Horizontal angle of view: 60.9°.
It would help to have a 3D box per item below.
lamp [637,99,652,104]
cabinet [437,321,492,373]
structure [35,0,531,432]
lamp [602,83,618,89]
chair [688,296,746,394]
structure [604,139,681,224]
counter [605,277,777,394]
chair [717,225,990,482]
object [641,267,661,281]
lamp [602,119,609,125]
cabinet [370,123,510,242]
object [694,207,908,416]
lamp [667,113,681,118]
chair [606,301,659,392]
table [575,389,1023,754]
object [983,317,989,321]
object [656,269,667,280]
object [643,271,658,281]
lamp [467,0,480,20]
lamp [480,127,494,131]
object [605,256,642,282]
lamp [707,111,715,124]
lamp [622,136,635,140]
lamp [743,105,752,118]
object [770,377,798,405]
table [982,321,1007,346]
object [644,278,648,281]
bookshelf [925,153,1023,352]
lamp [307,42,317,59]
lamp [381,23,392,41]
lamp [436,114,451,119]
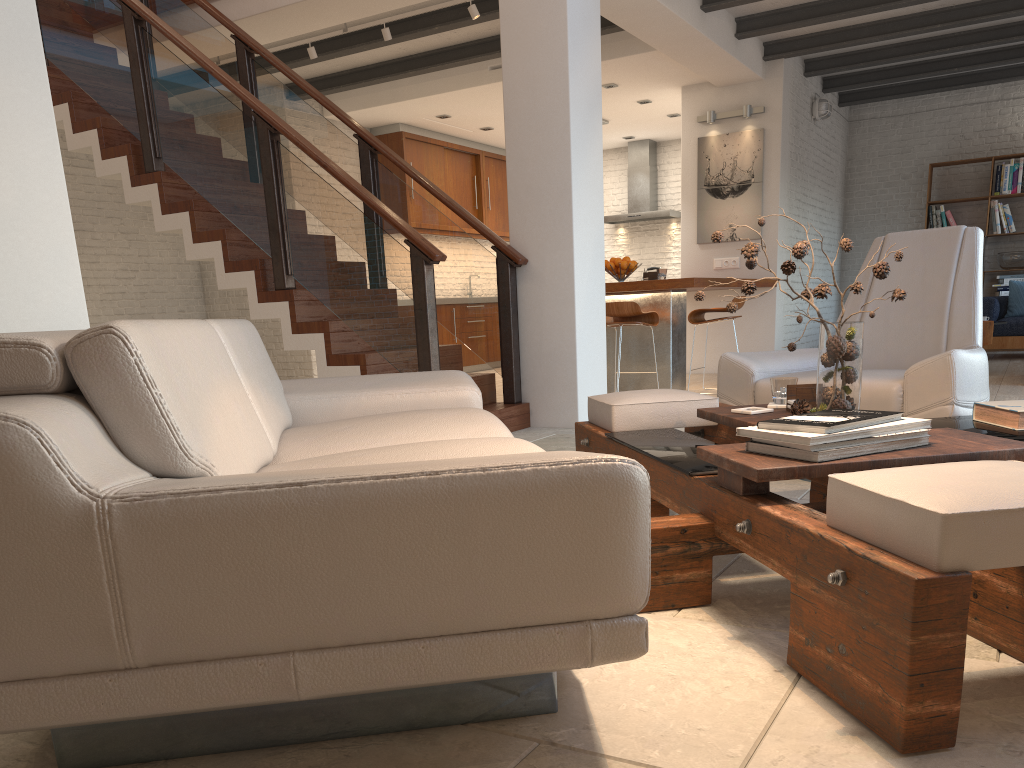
[{"bbox_3d":[1.402,-3.004,9.225,0.123,0.057,0.120,1,8,30],"label":"lamp"},{"bbox_3d":[0.755,-1.668,11.205,4.776,2.937,2.189,-3,11,-5],"label":"cabinet"},{"bbox_3d":[-0.044,-1.870,5.876,10.108,4.284,13.482,1,7,31],"label":"structure"},{"bbox_3d":[0.953,-2.921,8.486,0.123,0.057,0.120,1,8,30],"label":"lamp"},{"bbox_3d":[1.723,-0.321,7.211,0.420,0.802,0.391,5,14,30],"label":"chair"},{"bbox_3d":[1.706,-2.694,11.580,0.980,1.028,0.443,3,14,30],"label":"structure"},{"bbox_3d":[1.302,-0.459,8.170,1.678,0.951,2.429,2,7,31],"label":"counter"},{"bbox_3d":[1.545,-0.132,3.673,0.952,1.052,1.012,-12,13,-42],"label":"chair"},{"bbox_3d":[1.889,-1.422,11.644,0.258,0.285,0.258,-10,13,-37],"label":"object"},{"bbox_3d":[0.822,-2.947,10.074,0.448,0.176,0.438,1,7,30],"label":"lamp"},{"bbox_3d":[-0.552,-2.471,11.307,0.458,1.202,3.252,5,9,31],"label":"cabinet"},{"bbox_3d":[0.790,-0.192,2.466,0.542,0.629,0.304,-2,13,2],"label":"object"},{"bbox_3d":[1.850,-3.088,9.963,0.123,0.057,0.120,1,8,30],"label":"lamp"},{"bbox_3d":[0.928,-0.270,7.066,0.402,0.802,0.409,5,14,30],"label":"chair"},{"bbox_3d":[1.216,0.271,2.530,1.966,0.444,2.141,-4,5,-8],"label":"table"},{"bbox_3d":[4.585,-0.624,8.490,0.154,0.059,0.262,0,6,23],"label":"object"},{"bbox_3d":[1.239,-0.907,7.206,0.089,0.088,0.090,-12,13,-44],"label":"object"},{"bbox_3d":[1.170,-0.901,7.334,0.093,0.085,0.111,-5,9,-14],"label":"object"},{"bbox_3d":[-0.270,-2.633,6.146,0.087,0.133,0.057,-5,13,-9],"label":"lamp"},{"bbox_3d":[-0.295,-3.004,10.200,0.123,0.057,0.120,1,8,30],"label":"lamp"},{"bbox_3d":[0.932,-0.972,7.457,0.365,0.230,0.352,-3,8,-4],"label":"object"},{"bbox_3d":[1.948,-2.612,8.534,0.079,0.108,0.078,-9,13,-31],"label":"lamp"},{"bbox_3d":[1.495,-3.171,11.162,0.123,0.057,0.120,1,8,30],"label":"lamp"},{"bbox_3d":[2.255,-2.612,8.358,0.079,0.108,0.078,-9,13,-31],"label":"lamp"},{"bbox_3d":[0.899,0.023,2.885,0.091,0.088,0.088,-4,10,-10],"label":"object"},{"bbox_3d":[4.152,-0.382,8.523,1.069,0.462,1.786,2,7,36],"label":"table"},{"bbox_3d":[1.261,-0.873,7.241,0.393,0.036,0.193,1,6,34],"label":"object"},{"bbox_3d":[5.621,-1.506,10.365,1.309,2.280,0.353,4,16,29],"label":"bookshelf"},{"bbox_3d":[-1.584,-2.633,6.909,0.060,0.133,0.083,6,14,32],"label":"lamp"},{"bbox_3d":[-0.941,-2.633,6.539,0.060,0.133,0.083,6,14,32],"label":"lamp"},{"bbox_3d":[-0.744,-2.920,9.461,0.123,0.057,0.120,1,8,30],"label":"lamp"}]
